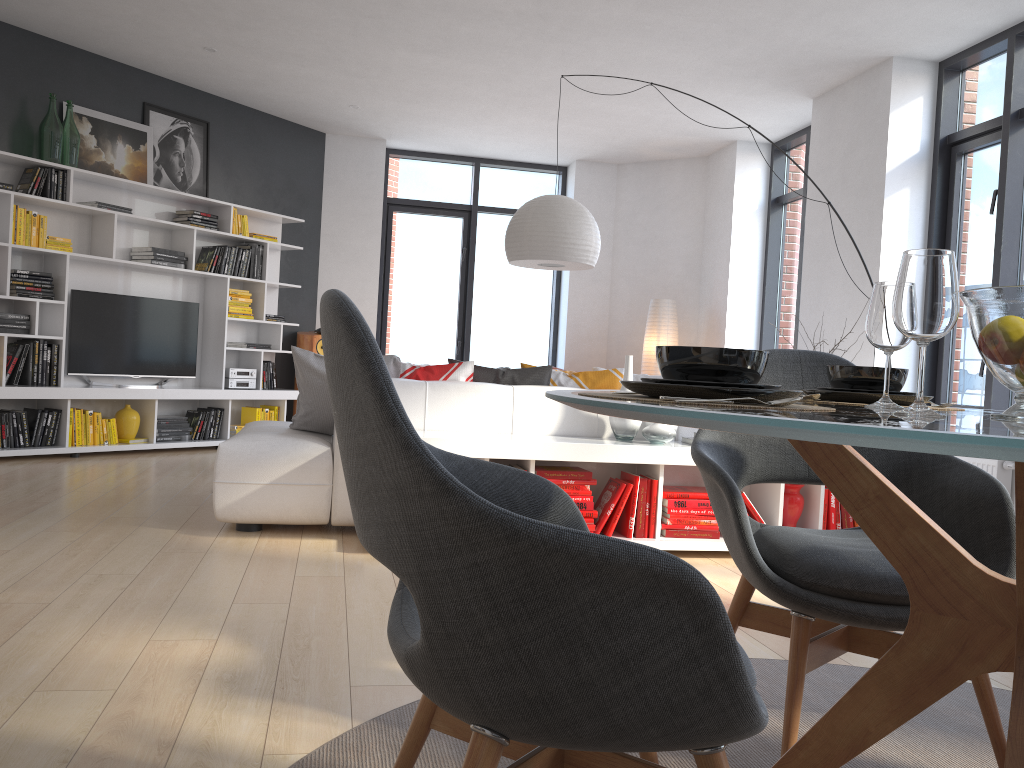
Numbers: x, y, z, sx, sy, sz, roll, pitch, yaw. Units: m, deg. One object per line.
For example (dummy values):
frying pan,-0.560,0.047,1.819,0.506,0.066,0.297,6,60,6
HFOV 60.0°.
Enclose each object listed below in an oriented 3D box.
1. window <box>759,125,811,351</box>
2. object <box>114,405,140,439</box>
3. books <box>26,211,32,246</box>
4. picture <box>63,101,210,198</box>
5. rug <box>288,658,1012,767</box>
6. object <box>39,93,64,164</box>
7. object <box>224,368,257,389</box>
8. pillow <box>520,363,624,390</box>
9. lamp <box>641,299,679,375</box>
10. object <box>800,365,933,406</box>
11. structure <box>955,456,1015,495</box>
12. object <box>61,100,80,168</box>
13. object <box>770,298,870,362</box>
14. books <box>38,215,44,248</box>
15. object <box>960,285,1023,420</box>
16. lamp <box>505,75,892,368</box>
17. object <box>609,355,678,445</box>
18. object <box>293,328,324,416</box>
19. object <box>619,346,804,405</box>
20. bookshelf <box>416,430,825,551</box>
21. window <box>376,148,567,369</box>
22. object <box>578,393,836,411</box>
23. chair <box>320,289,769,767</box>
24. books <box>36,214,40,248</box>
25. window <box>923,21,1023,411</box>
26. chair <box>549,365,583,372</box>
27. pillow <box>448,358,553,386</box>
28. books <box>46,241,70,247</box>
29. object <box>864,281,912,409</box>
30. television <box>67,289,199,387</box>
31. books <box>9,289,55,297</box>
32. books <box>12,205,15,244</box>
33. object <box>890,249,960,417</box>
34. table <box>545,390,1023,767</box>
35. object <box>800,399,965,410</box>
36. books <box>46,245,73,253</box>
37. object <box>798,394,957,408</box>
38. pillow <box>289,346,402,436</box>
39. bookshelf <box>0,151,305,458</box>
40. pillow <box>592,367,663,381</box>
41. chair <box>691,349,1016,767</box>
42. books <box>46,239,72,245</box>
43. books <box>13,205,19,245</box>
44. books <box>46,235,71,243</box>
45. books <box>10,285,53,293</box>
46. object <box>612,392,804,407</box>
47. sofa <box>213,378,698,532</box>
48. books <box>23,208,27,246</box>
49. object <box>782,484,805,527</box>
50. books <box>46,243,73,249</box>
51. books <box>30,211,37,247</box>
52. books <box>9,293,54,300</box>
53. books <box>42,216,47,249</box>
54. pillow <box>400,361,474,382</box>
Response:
window,2.531,-0.986,7.557,0.170,2.402,1.310,3,1,-11
object,-2.936,0.286,6.763,0.185,0.257,0.185,3,1,11
books,-3.391,-1.071,6.149,0.180,0.251,0.019,4,1,34
picture,-2.926,-1.885,7.007,0.076,0.707,1.279,4,1,34
rug,0.745,0.822,1.318,2.499,0.010,2.499,2,1,-38
object,-3.244,-1.793,6.248,0.157,0.507,0.157,2,1,-43
object,-2.412,-0.050,7.682,0.270,0.174,0.285,4,1,34
pillow,0.772,0.137,5.352,0.630,0.440,2.095,4,1,36
lamp,1.551,-0.028,8.392,0.804,1.550,0.502,4,1,39
object,0.737,0.002,1.848,0.258,0.074,0.258,3,1,-31
structure,2.581,0.631,5.232,0.110,0.460,1.015,3,1,-11
object,-3.206,-1.794,6.409,0.157,0.507,0.157,2,1,-43
object,1.484,-0.056,4.235,0.406,0.744,0.607,4,1,29
books,-3.344,-1.061,6.215,0.172,0.234,0.024,4,1,34
object,0.800,-0.038,1.293,0.278,0.184,0.278,3,1,-3
lamp,1.440,-0.525,5.055,3.199,2.647,0.710,4,1,25
object,0.619,0.071,4.145,0.316,0.398,0.319,3,1,13
object,-1.900,0.009,8.383,0.290,1.088,0.434,2,1,-41
object,0.285,-0.013,1.277,0.258,0.074,0.258,3,1,-31
bookshelf,0.638,0.522,4.102,2.600,0.500,0.356,3,1,-11
window,-0.443,-1.186,9.427,1.960,2.402,0.170,3,1,-11
object,0.275,0.025,1.277,0.360,0.002,0.360,2,1,-37
chair,0.031,0.339,1.212,0.619,0.891,0.655,3,1,-10
books,-3.360,-1.064,6.196,0.169,0.239,0.023,4,1,34
window,2.986,-0.921,5.302,0.170,2.402,1.310,3,1,-11
chair,0.603,0.261,8.495,0.896,0.858,0.843,4,1,21
pillow,0.682,0.126,4.786,2.120,0.436,0.608,3,1,-16
books,-3.254,-0.994,6.310,0.113,0.018,0.169,4,1,35
object,0.666,-0.068,1.566,0.083,0.220,0.083,2,1,-40
television,-2.947,-0.333,6.957,0.207,0.704,1.102,4,1,34
books,-3.374,-0.633,6.189,0.189,0.025,0.270,4,1,33
books,-3.452,-1.081,6.032,0.204,0.270,0.029,4,1,34
object,0.555,-0.068,1.195,0.083,0.220,0.083,4,1,17
table,0.777,0.435,1.313,1.499,0.764,1.499,3,1,-22
object,0.737,0.041,1.838,0.360,0.002,0.360,4,1,31
books,-3.266,-0.958,6.323,0.147,0.033,0.190,4,1,34
object,0.728,0.032,1.836,0.309,0.015,0.206,3,1,-7
pillow,0.204,0.091,5.020,2.953,0.453,0.647,3,1,-24
bookshelf,-2.842,-0.501,6.900,0.455,2.052,3.000,4,1,34
pillow,0.918,0.122,5.636,0.580,0.456,2.156,3,1,14
chair,0.716,0.365,1.928,0.655,0.891,0.619,3,1,-5
books,-3.262,-1.010,6.323,0.134,0.014,0.187,4,1,34
books,-3.444,-1.081,6.059,0.213,0.270,0.025,4,1,34
books,-3.274,-1.031,6.326,0.138,0.026,0.186,4,1,33
books,-3.392,-0.662,6.192,0.209,0.030,0.266,4,1,32
object,0.278,0.017,1.271,0.206,0.015,0.309,3,1,-7
sofa,0.098,0.351,5.503,3.424,0.732,2.614,3,1,-12
books,-3.415,-1.076,6.118,0.199,0.263,0.015,4,1,34
object,1.320,0.600,4.212,0.125,0.258,0.125,3,1,-34
books,-3.268,-0.981,6.325,0.148,0.011,0.196,4,1,34
books,-3.374,-1.070,6.171,0.185,0.250,0.035,4,1,34
books,-3.375,-0.608,6.187,0.189,0.026,0.263,4,1,32
books,-3.332,-1.060,6.239,0.172,0.234,0.024,4,1,34
pillow,0.363,0.136,4.714,2.250,0.449,0.575,3,1,-14
